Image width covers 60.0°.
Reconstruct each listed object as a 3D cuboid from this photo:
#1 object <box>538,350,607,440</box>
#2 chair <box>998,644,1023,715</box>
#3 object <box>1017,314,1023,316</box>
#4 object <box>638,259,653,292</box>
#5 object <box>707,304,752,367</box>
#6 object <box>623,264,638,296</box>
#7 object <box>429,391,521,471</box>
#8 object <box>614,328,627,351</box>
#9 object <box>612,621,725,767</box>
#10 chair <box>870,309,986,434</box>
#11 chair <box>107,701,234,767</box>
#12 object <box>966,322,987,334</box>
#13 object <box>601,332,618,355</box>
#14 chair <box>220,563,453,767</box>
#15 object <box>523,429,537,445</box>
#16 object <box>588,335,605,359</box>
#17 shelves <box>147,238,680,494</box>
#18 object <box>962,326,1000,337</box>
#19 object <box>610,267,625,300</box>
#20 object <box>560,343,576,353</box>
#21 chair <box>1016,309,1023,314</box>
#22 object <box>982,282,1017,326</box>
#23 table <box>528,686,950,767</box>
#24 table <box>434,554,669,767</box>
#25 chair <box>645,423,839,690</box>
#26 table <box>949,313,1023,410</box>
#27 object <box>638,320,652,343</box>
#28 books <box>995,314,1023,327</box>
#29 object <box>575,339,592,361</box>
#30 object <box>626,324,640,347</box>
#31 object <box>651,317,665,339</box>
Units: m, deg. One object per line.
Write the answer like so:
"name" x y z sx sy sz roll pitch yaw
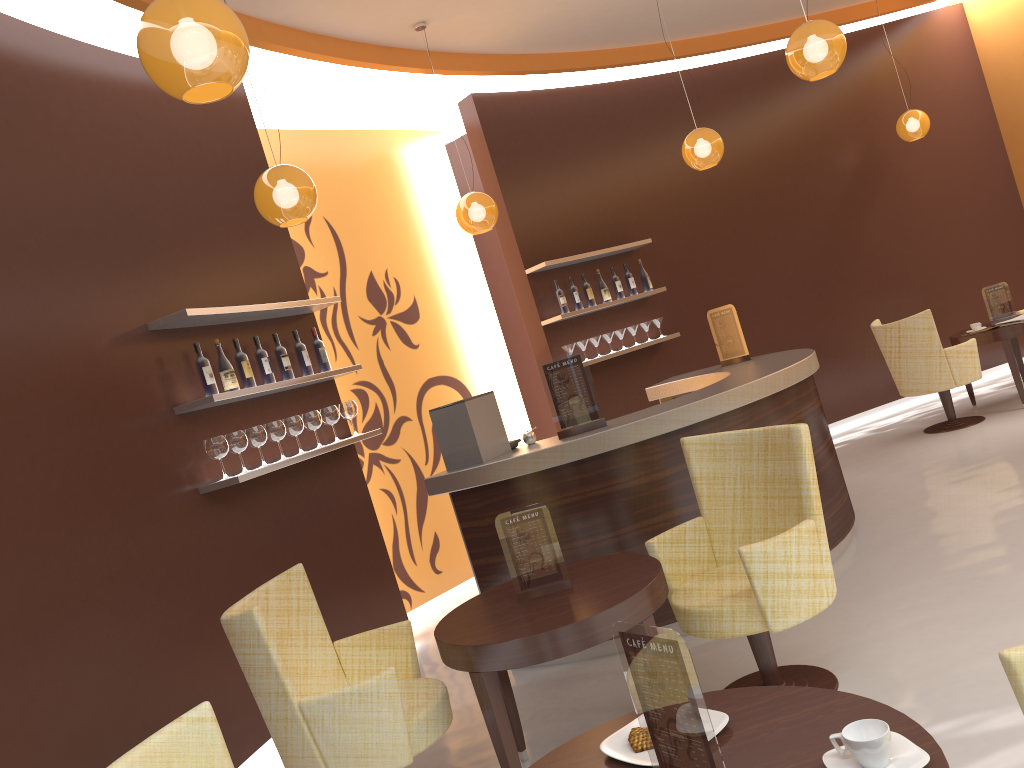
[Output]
"object" 0.306 0.052 4.569 0.258 0.414 0.052 -17 1 7
"chair" 1.135 0.676 1.436 0.685 1.017 0.729 -17 1 26
"object" 4.509 -0.630 7.607 0.239 0.021 0.464 -17 1 -10
"object" 1.179 -0.967 7.918 0.086 0.303 0.086 -17 1 8
"object" 1.524 -0.344 6.264 0.052 0.414 0.258 -18 1 -38
"object" 1.038 -0.918 7.824 0.073 0.297 0.073 -17 1 31
"object" -0.188 0.239 4.820 0.270 0.340 0.373 -16 1 39
"object" 0.948 -0.383 7.676 0.137 0.174 0.137 -17 1 -31
"object" 0.280 0.583 1.556 0.042 0.335 0.209 -17 1 -31
"chair" 3.497 -0.128 7.385 0.685 1.017 0.729 -17 1 -9
"chair" -0.388 1.140 1.591 0.685 1.017 0.729 -17 1 -3
"object" 3.908 -0.474 7.471 0.153 0.069 0.153 -17 1 20
"object" 0.836 -0.348 7.587 0.137 0.174 0.137 -17 1 -31
"chair" -0.583 1.177 3.250 0.685 1.017 0.729 -17 1 1
"object" 0.096 0.289 4.829 0.075 0.077 0.075 -18 1 -38
"object" 0.716 -0.311 7.498 0.137 0.174 0.137 -17 1 -31
"shelves" -0.276 -0.336 6.307 0.586 0.902 4.744 -16 1 41
"object" 3.899 -0.441 7.466 0.239 0.021 0.464 -17 1 7
"object" 0.912 -0.878 7.736 0.073 0.297 0.073 -17 1 31
"object" 0.485 -0.238 7.304 0.137 0.174 0.137 -18 1 -41
"chair" 4.943 -0.577 7.891 0.685 1.017 0.729 -17 1 -7
"object" 4.169 -0.689 7.588 0.209 0.335 0.042 -17 1 17
"table" 0.423 1.069 1.606 0.872 0.679 0.874 -16 1 40
"table" 0.228 1.106 3.279 0.872 0.679 0.874 -16 1 40
"chair" 0.929 0.711 3.484 0.685 1.017 0.729 -17 1 -28
"table" 4.291 -0.196 7.552 0.872 0.679 0.874 -17 1 30
"object" 1.195 -0.461 7.848 0.137 0.174 0.137 -17 1 19
"books" 4.226 -0.546 7.289 0.367 0.035 0.345 -17 1 -16
"object" 0.601 -0.275 7.401 0.137 0.174 0.137 -18 1 -41
"object" 1.069 -0.421 7.762 0.137 0.174 0.137 -17 1 -31
"object" 1.318 -0.500 7.933 0.137 0.174 0.137 -17 1 -31
